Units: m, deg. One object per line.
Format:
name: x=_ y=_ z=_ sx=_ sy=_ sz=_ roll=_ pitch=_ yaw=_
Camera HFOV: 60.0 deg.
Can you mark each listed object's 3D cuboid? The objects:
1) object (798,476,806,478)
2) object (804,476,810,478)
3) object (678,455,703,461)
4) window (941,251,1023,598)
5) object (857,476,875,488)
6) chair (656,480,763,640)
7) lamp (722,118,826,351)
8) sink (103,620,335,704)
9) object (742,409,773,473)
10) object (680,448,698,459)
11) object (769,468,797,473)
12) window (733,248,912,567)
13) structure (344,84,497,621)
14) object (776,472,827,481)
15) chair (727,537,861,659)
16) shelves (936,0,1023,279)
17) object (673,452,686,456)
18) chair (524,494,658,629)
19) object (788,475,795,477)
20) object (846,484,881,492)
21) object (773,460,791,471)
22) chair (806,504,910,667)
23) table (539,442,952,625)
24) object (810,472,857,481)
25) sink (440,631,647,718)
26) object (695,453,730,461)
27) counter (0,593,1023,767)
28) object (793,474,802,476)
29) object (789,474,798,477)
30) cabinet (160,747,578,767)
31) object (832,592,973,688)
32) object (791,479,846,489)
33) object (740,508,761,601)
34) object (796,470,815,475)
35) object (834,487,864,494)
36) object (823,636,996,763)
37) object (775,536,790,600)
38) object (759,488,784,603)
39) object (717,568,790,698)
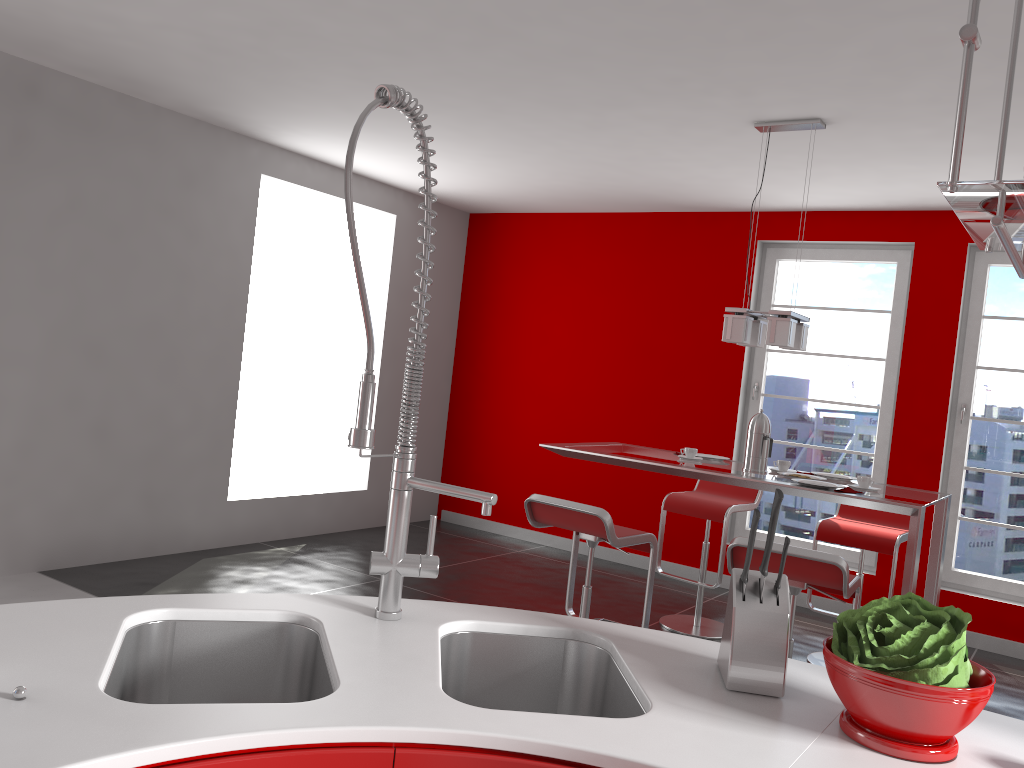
object: x=1.274 y=0.409 z=3.893 sx=0.034 sy=0.006 sz=0.036 roll=7 pitch=1 yaw=22
object: x=1.297 y=0.411 z=3.929 sx=0.034 sy=0.006 sz=0.036 roll=6 pitch=1 yaw=-19
object: x=0.863 y=0.361 z=4.294 sx=0.119 sy=0.016 sz=0.119 roll=7 pitch=1 yaw=14
window: x=3.124 y=0.246 z=5.207 sx=0.938 sy=2.038 sz=0.117 roll=7 pitch=1 yaw=34
object: x=1.493 y=0.417 z=3.738 sx=0.078 sy=0.049 sz=0.062 roll=7 pitch=1 yaw=33
chair: x=1.106 y=0.955 z=5.030 sx=0.418 sy=0.857 sz=0.460 roll=7 pitch=1 yaw=41
lamp: x=1.218 y=-0.684 z=4.073 sx=0.304 sy=1.025 sz=0.304 roll=7 pitch=1 yaw=34
sink: x=-0.447 y=0.509 z=1.350 sx=0.326 sy=0.172 sz=0.428 roll=6 pitch=1 yaw=-17
object: x=1.139 y=0.258 z=4.046 sx=0.149 sy=0.287 sz=0.113 roll=7 pitch=1 yaw=42
object: x=0.861 y=0.336 z=4.300 sx=0.062 sy=0.049 sz=0.078 roll=6 pitch=1 yaw=-34
object: x=1.267 y=0.408 z=4.148 sx=0.119 sy=0.016 sz=0.119 roll=7 pitch=1 yaw=31
window: x=2.050 y=0.113 z=5.927 sx=0.938 sy=2.038 sz=0.117 roll=7 pitch=1 yaw=34
structure: x=-0.168 y=-0.034 z=1.531 sx=0.308 sy=0.920 sz=0.178 roll=6 pitch=1 yaw=-13
object: x=1.282 y=0.413 z=3.928 sx=0.217 sy=0.015 sz=0.217 roll=6 pitch=1 yaw=-19
chair: x=0.980 y=0.977 z=3.178 sx=0.418 sy=0.857 sz=0.460 roll=7 pitch=1 yaw=29
shelves: x=1.066 y=-0.641 z=0.976 sx=0.934 sy=1.023 sz=0.462 roll=7 pitch=1 yaw=34
object: x=0.875 y=0.358 z=4.546 sx=0.095 sy=0.012 sz=0.234 roll=7 pitch=1 yaw=32
chair: x=0.292 y=0.893 z=3.646 sx=0.418 sy=0.857 sz=0.460 roll=7 pitch=1 yaw=38
object: x=1.238 y=0.410 z=3.943 sx=0.036 sy=0.006 sz=0.034 roll=5 pitch=1 yaw=-35
object: x=1.484 y=0.440 z=3.743 sx=0.119 sy=0.016 sz=0.119 roll=5 pitch=1 yaw=-37
object: x=1.268 y=0.384 z=4.154 sx=0.062 sy=0.049 sz=0.078 roll=6 pitch=1 yaw=-16
chair: x=1.800 y=1.040 z=4.589 sx=0.418 sy=0.857 sz=0.460 roll=7 pitch=1 yaw=36
table: x=1.000 y=0.889 z=4.135 sx=1.700 sy=1.000 sz=0.800 roll=7 pitch=1 yaw=34
object: x=1.501 y=0.433 z=4.131 sx=0.217 sy=0.015 sz=0.217 roll=6 pitch=1 yaw=9
sink: x=0.028 y=0.559 z=1.446 sx=0.326 sy=0.172 sz=0.428 roll=6 pitch=1 yaw=-5
object: x=0.988 y=0.370 z=4.467 sx=0.217 sy=0.015 sz=0.217 roll=6 pitch=1 yaw=-32
counter: x=0.033 y=0.906 z=0.899 sx=2.865 sy=0.880 sz=1.868 roll=6 pitch=1 yaw=-23
object: x=1.273 y=0.407 z=3.962 sx=0.036 sy=0.006 sz=0.034 roll=5 pitch=2 yaw=-44
object: x=1.250 y=0.405 z=3.928 sx=0.034 sy=0.006 sz=0.036 roll=6 pitch=1 yaw=-33
cabinet: x=0.236 y=0.900 z=0.714 sx=1.875 sy=0.761 sz=1.025 roll=6 pitch=1 yaw=-11
object: x=0.560 y=0.401 z=1.286 sx=0.198 sy=0.182 sz=0.193 roll=7 pitch=1 yaw=39
object: x=1.264 y=0.416 z=3.666 sx=0.217 sy=0.015 sz=0.217 roll=6 pitch=1 yaw=-20
object: x=0.379 y=0.338 z=1.453 sx=0.012 sy=0.279 sz=0.130 roll=6 pitch=1 yaw=5
object: x=1.388 y=0.421 z=4.211 sx=0.095 sy=0.012 sz=0.234 roll=7 pitch=1 yaw=32
object: x=1.374 y=0.432 z=3.584 sx=0.095 sy=0.012 sz=0.234 roll=7 pitch=1 yaw=34
object: x=0.563 y=0.455 z=1.282 sx=0.229 sy=0.118 sz=0.228 roll=6 pitch=1 yaw=5
object: x=0.433 y=0.342 z=1.446 sx=0.009 sy=0.197 sz=0.091 roll=6 pitch=1 yaw=5
object: x=0.407 y=0.325 z=1.440 sx=0.014 sy=0.322 sz=0.150 roll=6 pitch=1 yaw=5
object: x=0.403 y=0.401 z=1.469 sx=0.091 sy=0.178 sz=0.137 roll=6 pitch=1 yaw=7
